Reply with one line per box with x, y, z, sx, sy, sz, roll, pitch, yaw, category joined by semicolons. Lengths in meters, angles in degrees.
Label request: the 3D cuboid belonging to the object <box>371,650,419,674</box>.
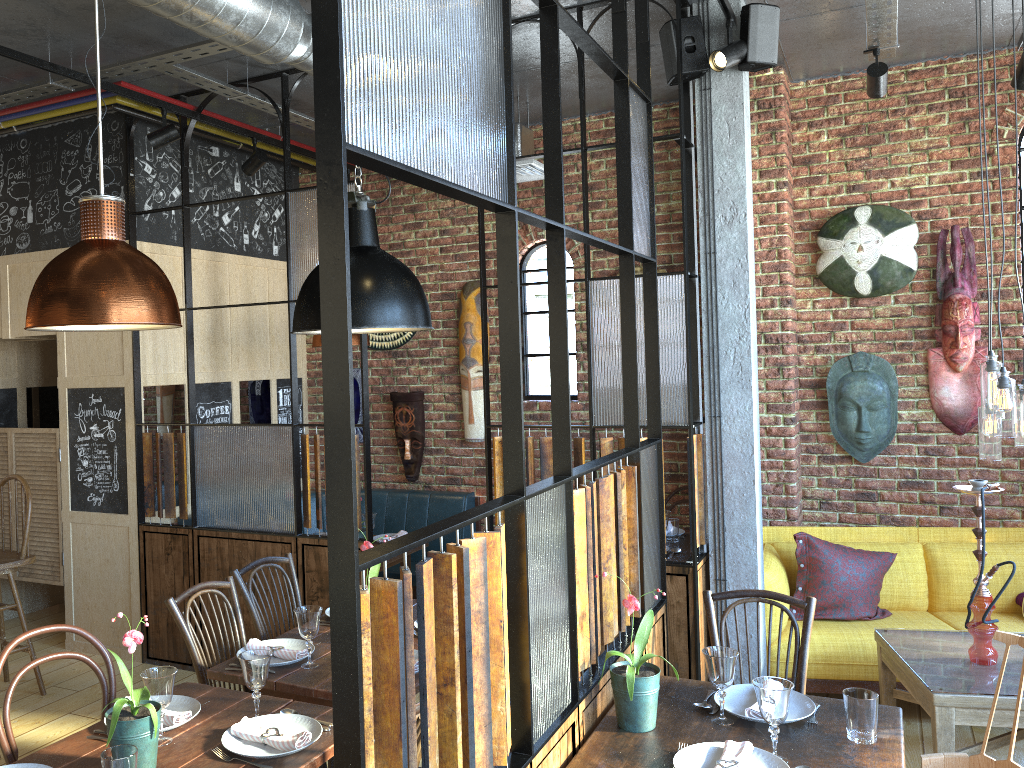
-0.394;0.920;2.946;0.280;0.051;0.312;-1;2;28;object

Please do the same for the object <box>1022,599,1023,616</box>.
2.095;0.951;3.521;0.087;0.228;0.094;-2;0;-27;object

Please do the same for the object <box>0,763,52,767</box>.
-1.241;0.973;2.104;0.280;0.051;0.312;-1;2;28;object

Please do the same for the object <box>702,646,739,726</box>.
0.577;0.832;2.426;0.098;0.192;0.098;-2;0;0;object

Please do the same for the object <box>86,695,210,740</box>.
-1.050;0.953;2.545;0.280;0.051;0.312;-1;2;28;object

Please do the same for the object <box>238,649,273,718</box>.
-0.735;0.873;2.532;0.103;0.192;0.094;-1;1;45;object

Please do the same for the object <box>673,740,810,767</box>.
0.541;0.914;2.101;0.338;0.051;0.259;-1;2;28;object

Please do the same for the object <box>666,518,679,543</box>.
0.861;0.790;4.755;0.081;0.119;0.088;-2;1;-34;object

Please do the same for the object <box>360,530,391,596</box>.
-0.513;0.726;3.251;0.143;0.431;0.208;-2;0;43;object

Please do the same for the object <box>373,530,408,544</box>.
-0.775;0.977;5.627;0.338;0.051;0.259;-1;2;28;object

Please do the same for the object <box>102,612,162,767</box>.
-0.977;0.772;2.252;0.141;0.426;0.210;-2;0;-32;object

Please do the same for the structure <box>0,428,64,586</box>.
-3.344;0.854;3.503;1.268;0.994;5.006;-2;2;-3;structure

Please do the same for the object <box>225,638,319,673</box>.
-0.833;0.931;3.063;0.280;0.051;0.312;-1;2;28;object

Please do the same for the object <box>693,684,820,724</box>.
0.697;0.897;2.503;0.338;0.051;0.259;-1;2;28;object

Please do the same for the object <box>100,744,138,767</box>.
-0.925;0.927;2.079;0.083;0.119;0.086;-2;1;-13;object

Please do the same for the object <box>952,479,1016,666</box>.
1.805;0.727;3.372;0.173;0.704;0.253;-2;0;15;object

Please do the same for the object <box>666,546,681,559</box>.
0.682;0.838;4.506;0.338;0.051;0.259;-1;2;28;object

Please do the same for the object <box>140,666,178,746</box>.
-0.963;0.884;2.413;0.096;0.192;0.101;-2;0;-18;object

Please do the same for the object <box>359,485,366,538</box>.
-0.904;0.806;5.188;0.148;0.426;0.200;-2;0;2;object

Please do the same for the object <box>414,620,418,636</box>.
-0.230;0.903;3.357;0.280;0.051;0.312;-1;2;28;object

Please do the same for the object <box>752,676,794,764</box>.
0.649;0.837;2.184;0.096;0.192;0.101;-2;0;-18;object

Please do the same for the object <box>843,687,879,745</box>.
0.905;0.861;2.284;0.086;0.119;0.082;-2;1;14;object

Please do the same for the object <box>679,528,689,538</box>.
0.811;0.821;4.939;0.338;0.051;0.259;-1;2;28;object

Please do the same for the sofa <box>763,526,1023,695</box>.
2.151;1.164;4.363;2.029;0.763;0.777;-2;1;11;sofa

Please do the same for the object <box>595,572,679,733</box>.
0.346;0.723;2.425;0.200;0.426;0.145;-2;0;-31;object

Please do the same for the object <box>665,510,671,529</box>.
0.781;0.761;4.607;0.103;0.192;0.094;-1;1;45;object

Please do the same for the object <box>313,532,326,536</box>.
-1.163;0.964;5.334;0.084;0.119;0.085;-2;1;-7;object

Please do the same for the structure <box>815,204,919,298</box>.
1.998;-0.748;4.974;0.551;0.521;0.142;-1;0;26;structure

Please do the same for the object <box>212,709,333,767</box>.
-0.642;0.944;2.401;0.280;0.051;0.312;-1;2;28;object

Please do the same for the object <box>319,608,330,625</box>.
-0.626;0.910;3.537;0.280;0.051;0.312;-1;2;28;object

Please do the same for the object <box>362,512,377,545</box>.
-0.894;0.913;5.551;0.099;0.192;0.097;-2;0;4;object

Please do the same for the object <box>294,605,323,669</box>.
-0.688;0.858;2.985;0.103;0.192;0.094;-1;1;45;object
